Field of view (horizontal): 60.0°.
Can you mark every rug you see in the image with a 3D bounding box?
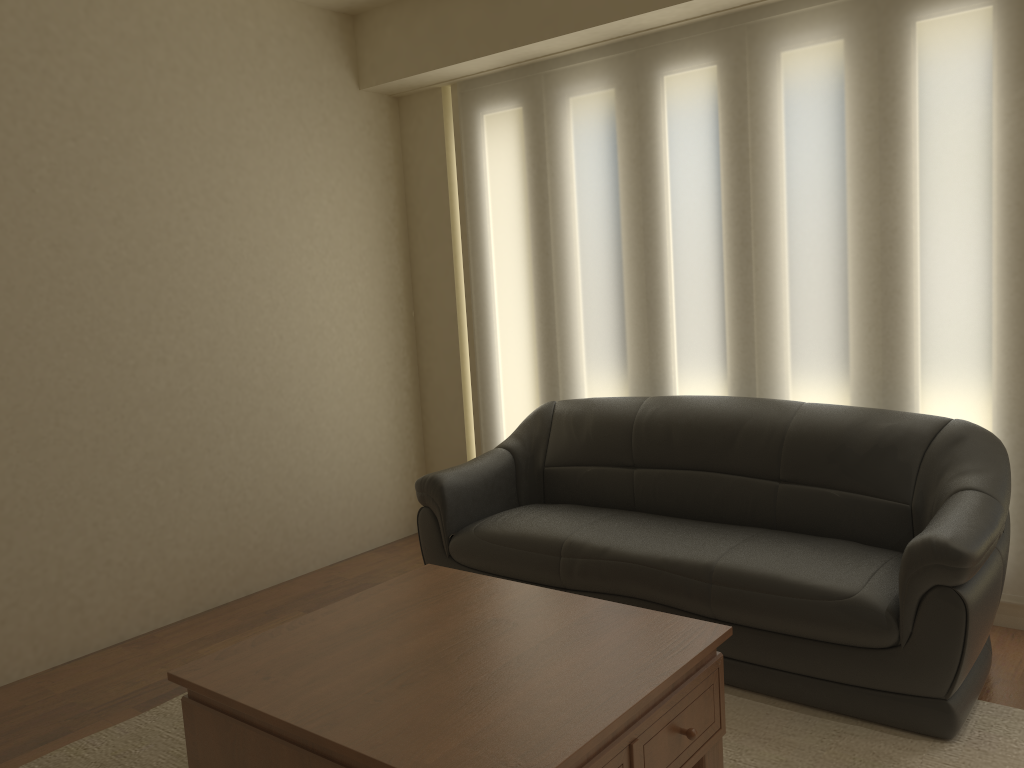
[{"bbox_3d":[0.272,1.204,2.436,3.592,0.011,2.482,2,9,38],"label":"rug"}]

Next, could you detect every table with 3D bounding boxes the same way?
[{"bbox_3d":[-0.140,0.980,2.502,1.213,0.482,1.045,2,9,38],"label":"table"}]

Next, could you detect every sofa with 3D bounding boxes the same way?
[{"bbox_3d":[0.726,0.558,3.681,2.337,0.918,0.944,2,9,38],"label":"sofa"}]

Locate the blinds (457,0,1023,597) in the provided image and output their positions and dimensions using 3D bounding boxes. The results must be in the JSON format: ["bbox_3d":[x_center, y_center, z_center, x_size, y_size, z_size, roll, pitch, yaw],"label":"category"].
[{"bbox_3d":[0.879,-0.417,4.150,2.830,2.453,0.002,2,9,38],"label":"blinds"}]
